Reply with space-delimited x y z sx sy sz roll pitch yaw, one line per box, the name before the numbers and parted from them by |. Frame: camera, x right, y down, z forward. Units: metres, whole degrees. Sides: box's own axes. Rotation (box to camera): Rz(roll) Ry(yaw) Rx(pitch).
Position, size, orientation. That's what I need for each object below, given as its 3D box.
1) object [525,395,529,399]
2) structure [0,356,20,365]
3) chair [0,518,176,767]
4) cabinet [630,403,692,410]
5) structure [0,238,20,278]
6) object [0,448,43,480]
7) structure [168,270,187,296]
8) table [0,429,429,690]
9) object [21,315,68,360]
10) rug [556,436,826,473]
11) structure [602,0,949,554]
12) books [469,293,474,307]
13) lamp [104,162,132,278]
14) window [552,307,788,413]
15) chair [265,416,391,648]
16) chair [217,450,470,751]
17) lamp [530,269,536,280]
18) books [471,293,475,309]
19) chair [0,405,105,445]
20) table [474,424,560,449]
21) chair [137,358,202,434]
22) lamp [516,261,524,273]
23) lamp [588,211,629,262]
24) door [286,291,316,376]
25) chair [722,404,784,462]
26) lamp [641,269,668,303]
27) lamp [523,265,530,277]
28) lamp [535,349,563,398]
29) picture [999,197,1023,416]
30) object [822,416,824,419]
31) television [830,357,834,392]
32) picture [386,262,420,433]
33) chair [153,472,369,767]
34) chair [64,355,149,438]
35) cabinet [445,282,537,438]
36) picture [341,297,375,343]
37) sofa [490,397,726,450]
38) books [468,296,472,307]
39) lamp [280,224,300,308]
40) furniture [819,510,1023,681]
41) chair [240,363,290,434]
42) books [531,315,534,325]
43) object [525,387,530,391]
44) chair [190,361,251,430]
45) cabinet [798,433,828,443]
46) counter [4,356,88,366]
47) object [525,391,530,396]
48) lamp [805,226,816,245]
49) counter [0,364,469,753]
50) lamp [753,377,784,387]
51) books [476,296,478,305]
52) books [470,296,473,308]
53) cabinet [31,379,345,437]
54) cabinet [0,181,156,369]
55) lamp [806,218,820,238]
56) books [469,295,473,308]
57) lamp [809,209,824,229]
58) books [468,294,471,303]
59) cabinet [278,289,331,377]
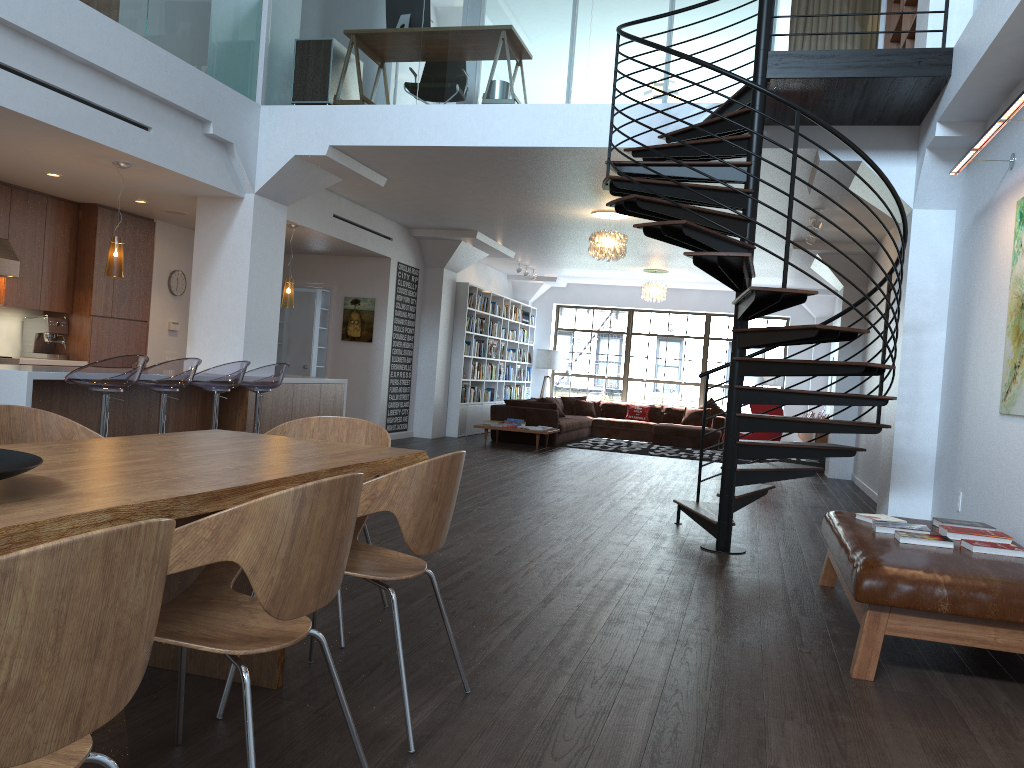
object | 0.156 0.270 17.934 0.331 0.088 0.410 5 1 15
structure | -5.024 0.187 8.024 0.662 0.919 0.811 5 1 15
chair | -0.860 0.594 1.333 0.618 0.833 0.629 5 1 15
cabinet | 2.899 0.749 17.581 1.520 0.625 0.350 5 1 15
structure | -5.013 -0.818 8.027 0.529 1.110 0.811 5 1 15
object | -1.307 0.185 1.838 0.592 0.066 0.592 4 1 -27
structure | -3.947 -1.190 10.459 0.040 0.300 0.300 5 1 15
table | -1.339 0.592 1.839 1.012 0.750 3.803 5 1 15
object | -4.749 -0.478 9.131 0.439 0.455 0.284 5 1 15
rug | 3.001 1.112 14.433 4.200 0.007 3.100 5 1 17
structure | 1.591 -1.052 5.969 1.998 4.352 1.998 4 1 -24
books | -0.708 -1.326 14.107 0.159 0.248 0.089 5 1 15
lamp | -2.000 -1.679 7.821 2.842 1.807 0.149 4 1 -36
window | 3.134 -0.508 18.089 4.648 1.905 0.114 5 1 15
chair | -0.835 0.562 3.698 0.629 0.833 0.618 4 1 10
chair | -0.474 0.600 2.815 0.617 0.830 0.629 5 1 15
lamp | 0.395 -2.010 16.321 0.120 0.211 0.111 4 1 -11
books | -0.695 -1.328 14.149 0.170 0.251 0.118 5 1 15
chair | -1.612 0.511 3.130 0.618 0.833 0.629 5 1 13
table | 0.074 0.776 13.126 1.100 0.271 0.853 5 1 15
chair | -2.564 0.297 6.483 0.481 1.014 0.530 5 1 13
lamp | 0.127 -2.016 15.332 0.120 0.211 0.111 4 1 -41
lamp | 1.115 -1.697 10.266 0.442 0.539 0.441 4 1 -33
door | -3.381 -0.381 13.317 0.826 2.032 0.174 5 1 15
chair | 3.337 0.668 12.251 0.801 1.006 0.798 5 1 40
lamp | 2.435 -1.667 15.152 0.442 0.539 0.441 4 1 -33
lamp | 0.259 -2.013 15.820 0.120 0.211 0.111 4 1 -26
lamp | 0.715 0.097 18.107 0.545 1.579 0.545 4 1 4
picture | 2.659 -0.434 4.472 0.010 1.200 1.095 5 1 15
object | 5.356 0.599 15.163 0.089 0.110 0.089 4 1 -30
television | 5.247 -0.049 14.405 0.013 0.816 1.324 5 1 15
picture | -1.552 -0.500 12.639 0.021 2.380 0.800 5 1 15
chair | -0.680 0.597 2.075 0.618 0.833 0.629 5 1 17
chair | -2.702 0.296 5.865 0.481 1.014 0.530 5 1 17
cabinet | -0.394 -0.375 15.997 0.461 2.414 4.500 5 1 15
picture | -2.100 -0.880 12.116 0.450 0.600 0.030 5 1 15
sofa | 1.854 0.683 15.273 3.481 0.664 4.197 5 1 15
books | -0.746 -1.307 13.983 0.167 0.210 0.162 5 1 15
lamp | -2.418 -1.282 9.672 0.149 0.900 0.149 4 1 -30
furniture | 1.997 0.959 4.200 0.907 0.453 1.819 5 1 15
chair | -2.217 0.306 7.702 0.481 1.014 0.530 5 1 17
books | 0.375 -1.292 18.077 0.140 0.231 0.042 5 1 15
object | 0.162 0.094 17.934 0.316 0.088 0.410 5 1 15
chair | -2.382 0.302 7.094 0.481 1.014 0.530 5 1 13
cabinet | 5.046 0.816 14.521 0.459 0.350 4.501 5 1 15
counter | -5.256 -0.242 7.146 0.600 0.050 4.387 5 1 15
object | 0.163 0.182 17.933 0.331 0.088 0.410 5 1 15
lamp | 3.412 -1.693 10.122 0.120 0.211 0.111 4 1 -41
counter | -2.468 0.389 6.136 3.039 0.860 8.182 4 1 -14
lamp | 4.839 0.427 16.884 0.545 1.579 0.545 5 1 26
books | -0.646 -1.309 14.310 0.161 0.222 0.084 5 1 15
books | -0.709 -1.313 14.076 0.161 0.222 0.084 5 1 15
cabinet | -2.926 0.351 7.942 0.898 0.796 4.493 5 1 15
cabinet | -5.106 -0.654 7.581 0.598 2.499 5.299 5 1 15
lamp | 3.280 -1.696 9.634 0.120 0.211 0.111 4 1 -26
books | -0.720 -1.311 14.043 0.161 0.218 0.101 5 1 15
lamp | 3.144 -1.699 9.133 0.120 0.211 0.111 4 1 -11
books | -0.761 -1.310 13.893 0.182 0.215 0.188 5 1 15
cabinet | -3.393 -0.862 13.998 0.527 2.991 2.630 5 1 15
